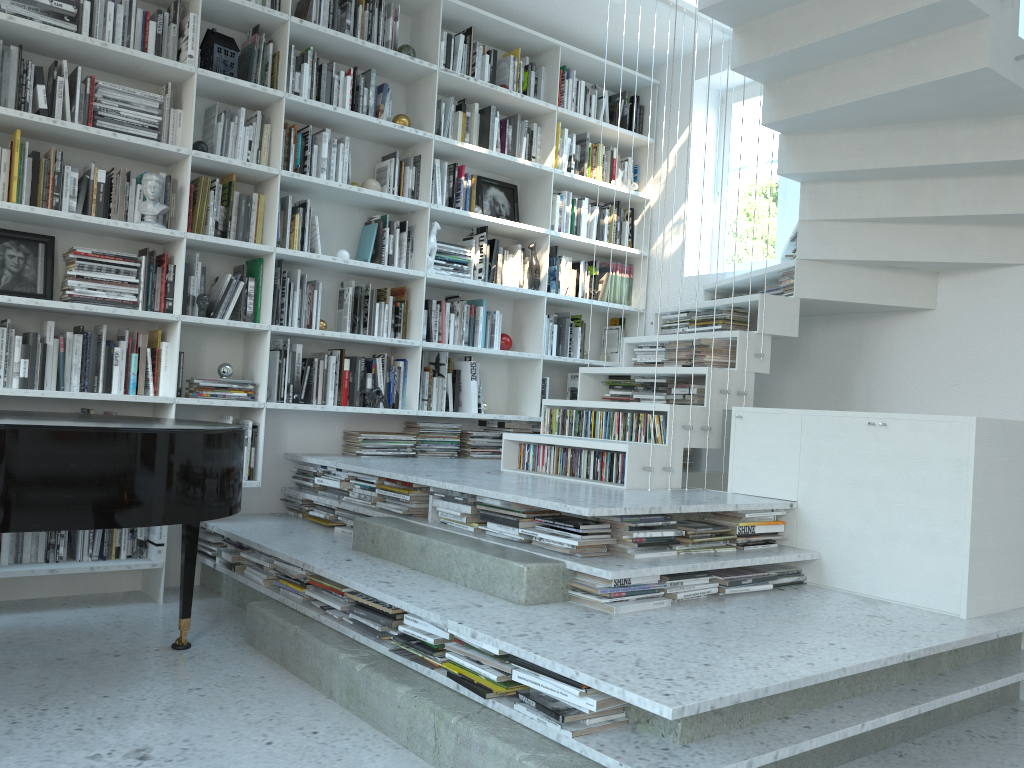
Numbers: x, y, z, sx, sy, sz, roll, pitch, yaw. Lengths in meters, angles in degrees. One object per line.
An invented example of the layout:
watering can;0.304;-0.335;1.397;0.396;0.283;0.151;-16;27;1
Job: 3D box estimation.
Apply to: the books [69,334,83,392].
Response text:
books;-1.902;-0.090;3.839;0.026;0.245;0.191;4;-1;-38

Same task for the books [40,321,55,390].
books;-1.990;-0.120;3.782;0.026;0.291;0.152;4;-1;-38

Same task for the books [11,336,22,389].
books;-2.078;-0.090;3.698;0.023;0.217;0.174;4;-1;-38

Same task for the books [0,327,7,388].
books;-2.128;-0.108;3.667;0.027;0.245;0.179;4;-1;-38

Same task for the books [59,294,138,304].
books;-1.823;-0.370;3.913;0.285;0.012;0.159;5;-2;-39

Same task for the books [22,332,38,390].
books;-2.036;-0.097;3.734;0.029;0.238;0.165;4;-1;-38

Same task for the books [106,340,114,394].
books;-1.800;-0.076;3.935;0.014;0.235;0.154;4;-1;-38

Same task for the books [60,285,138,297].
books;-1.822;-0.405;3.916;0.285;0.012;0.159;5;-2;-38

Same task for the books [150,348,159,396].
books;-1.643;-0.054;4.040;0.011;0.216;0.166;4;-1;-38

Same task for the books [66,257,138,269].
books;-1.809;-0.526;3.910;0.254;0.012;0.161;5;-2;-42

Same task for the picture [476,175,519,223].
picture;-0.084;-1.073;5.311;0.300;0.299;0.077;4;-1;-38

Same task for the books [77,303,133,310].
books;-1.821;-0.333;3.907;0.254;0.012;0.161;5;-2;-42

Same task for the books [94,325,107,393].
books;-1.823;-0.109;3.906;0.012;0.296;0.177;4;-1;-38

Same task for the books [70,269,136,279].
books;-1.813;-0.477;3.911;0.254;0.012;0.161;4;-2;-35

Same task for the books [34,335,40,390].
books;-2.025;-0.092;3.755;0.013;0.230;0.138;4;-1;-38

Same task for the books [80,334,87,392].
books;-1.887;-0.091;3.873;0.011;0.251;0.158;4;-1;-38

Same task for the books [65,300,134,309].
books;-1.823;-0.345;3.911;0.254;0.012;0.161;5;-2;-36

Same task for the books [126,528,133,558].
books;-1.745;0.657;3.998;0.028;0.227;0.162;4;-1;-38

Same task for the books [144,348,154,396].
books;-1.663;-0.054;4.022;0.042;0.212;0.169;4;-1;-38

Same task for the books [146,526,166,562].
books;-1.624;0.644;4.002;0.038;0.269;0.277;4;-1;-38

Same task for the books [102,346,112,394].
books;-1.809;-0.063;3.914;0.024;0.207;0.183;4;-1;-38

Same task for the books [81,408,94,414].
books;-1.840;0.258;3.822;0.013;0.303;0.181;4;-1;-38

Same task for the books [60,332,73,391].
books;-1.939;-0.096;3.844;0.025;0.254;0.136;4;-1;-38

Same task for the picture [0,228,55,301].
picture;-2.105;-0.502;3.750;0.300;0.299;0.077;4;-1;-38

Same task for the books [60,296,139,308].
books;-1.818;-0.357;3.905;0.285;0.012;0.159;5;-2;-43

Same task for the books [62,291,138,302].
books;-1.816;-0.381;3.906;0.285;0.012;0.159;4;-2;-33

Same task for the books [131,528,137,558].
books;-1.723;0.644;4.004;0.013;0.256;0.176;4;-1;-38

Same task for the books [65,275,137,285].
books;-1.812;-0.452;3.908;0.254;0.012;0.161;5;-2;-43

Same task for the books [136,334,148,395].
books;-1.695;-0.086;4.010;0.026;0.272;0.175;4;-1;-38

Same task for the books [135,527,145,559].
books;-1.704;0.665;4.011;0.029;0.217;0.191;4;-1;-38

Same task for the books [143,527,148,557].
books;-1.693;0.684;4.037;0.023;0.182;0.148;4;-1;-38

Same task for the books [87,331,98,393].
books;-1.853;-0.095;3.877;0.028;0.264;0.161;4;-1;-38

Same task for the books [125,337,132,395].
books;-1.745;-0.082;3.987;0.014;0.256;0.145;4;-1;-38

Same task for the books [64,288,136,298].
books;-1.816;-0.393;3.906;0.254;0.012;0.161;5;-2;-43

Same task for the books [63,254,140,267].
books;-1.811;-0.538;3.914;0.285;0.012;0.159;5;-2;-36

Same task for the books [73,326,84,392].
books;-1.900;-0.109;3.870;0.014;0.286;0.134;4;-1;-38

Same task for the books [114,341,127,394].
books;-1.760;-0.073;3.951;0.023;0.234;0.174;4;-1;-38

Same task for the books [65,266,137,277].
books;-1.813;-0.489;3.911;0.254;0.012;0.161;5;-2;-41

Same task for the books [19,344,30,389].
books;-2.056;-0.072;3.710;0.029;0.184;0.174;4;-1;-38

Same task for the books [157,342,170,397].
books;-1.613;-0.067;4.056;0.033;0.246;0.176;4;-1;-38

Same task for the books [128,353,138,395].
books;-1.718;-0.044;3.979;0.023;0.183;0.169;4;-1;-38

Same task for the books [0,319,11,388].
books;-2.109;-0.125;3.677;0.013;0.282;0.166;4;-1;-38

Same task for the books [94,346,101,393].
books;-1.844;-0.063;3.903;0.021;0.202;0.128;4;-1;-38

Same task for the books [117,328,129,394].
books;-1.751;-0.101;3.973;0.014;0.293;0.137;4;-1;-38

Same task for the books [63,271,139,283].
books;-1.811;-0.464;3.907;0.285;0.012;0.159;4;-2;-33

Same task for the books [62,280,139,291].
books;-1.818;-0.429;3.912;0.285;0.012;0.159;5;-2;-36

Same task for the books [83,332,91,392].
books;-1.872;-0.095;3.871;0.010;0.261;0.181;4;-1;-38

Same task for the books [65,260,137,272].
books;-1.811;-0.513;3.912;0.254;0.012;0.161;5;-2;-41

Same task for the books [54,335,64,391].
books;-1.952;-0.089;3.815;0.031;0.237;0.159;4;-1;-38

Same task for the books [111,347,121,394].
books;-1.779;-0.059;3.937;0.023;0.204;0.167;4;-1;-38

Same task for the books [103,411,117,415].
books;-1.769;0.269;3.883;0.015;0.293;0.169;4;-1;-38

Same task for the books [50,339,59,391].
books;-1.978;-0.083;3.804;0.025;0.220;0.140;4;-1;-38

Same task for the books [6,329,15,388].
books;-2.108;-0.105;3.702;0.021;0.244;0.141;4;-1;-38

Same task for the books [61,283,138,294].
books;-1.820;-0.417;3.914;0.285;0.012;0.159;5;-2;-37

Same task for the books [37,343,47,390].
books;-2.004;-0.074;3.756;0.023;0.196;0.165;4;-1;-38

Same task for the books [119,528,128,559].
books;-1.758;0.667;3.973;0.022;0.205;0.191;4;-1;-38

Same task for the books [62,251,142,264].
books;-1.806;-0.550;3.908;0.285;0.012;0.159;5;-2;-43

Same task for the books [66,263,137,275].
books;-1.811;-0.501;3.910;0.254;0.012;0.161;5;-2;-42

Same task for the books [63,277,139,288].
books;-1.813;-0.441;3.907;0.285;0.012;0.159;4;-2;-33
